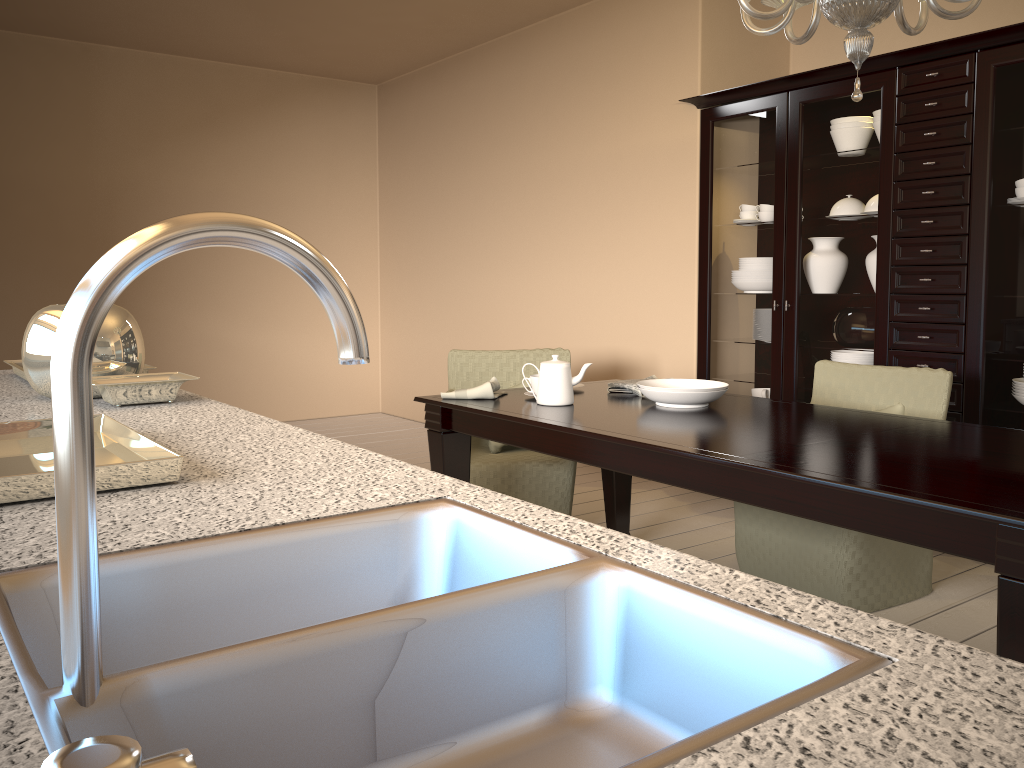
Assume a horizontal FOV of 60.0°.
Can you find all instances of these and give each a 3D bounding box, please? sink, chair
[{"bbox_3d":[-0.098,0.124,0.637,0.459,0.480,0.539,-4,7,-36],"label":"sink"},{"bbox_3d":[1.091,0.339,3.011,0.562,0.799,0.565,-3,6,-30],"label":"chair"},{"bbox_3d":[-0.009,0.266,3.668,0.563,0.799,0.563,0,5,0],"label":"chair"}]

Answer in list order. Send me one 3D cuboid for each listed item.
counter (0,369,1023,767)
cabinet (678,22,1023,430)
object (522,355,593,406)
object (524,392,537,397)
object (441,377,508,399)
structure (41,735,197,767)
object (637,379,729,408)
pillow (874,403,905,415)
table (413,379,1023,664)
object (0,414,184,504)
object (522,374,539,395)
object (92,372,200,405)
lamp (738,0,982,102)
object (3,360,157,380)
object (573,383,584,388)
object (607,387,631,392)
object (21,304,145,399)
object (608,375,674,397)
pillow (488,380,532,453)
[{"bbox_3d":[-0.208,0.147,0.728,0.653,0.067,4.248,-5,8,-36],"label":"counter"},{"bbox_3d":[1.899,-0.381,3.629,0.889,1.835,2.494,-3,7,-36],"label":"cabinet"},{"bbox_3d":[0.141,-0.015,2.783,0.198,0.155,0.118,-3,6,-30],"label":"object"},{"bbox_3d":[0.118,0.038,2.950,0.154,0.012,0.154,2,7,14],"label":"object"},{"bbox_3d":[-0.132,0.010,2.974,0.197,0.063,0.205,2,6,16],"label":"object"},{"bbox_3d":[-0.104,0.164,0.240,0.037,0.134,0.024,-3,5,-36],"label":"structure"},{"bbox_3d":[0.530,0.031,2.763,0.282,0.066,0.282,-6,8,-42],"label":"object"},{"bbox_3d":[1.188,0.204,3.046,0.192,0.294,0.441,-4,7,-37],"label":"pillow"},{"bbox_3d":[0.628,0.426,2.460,0.919,0.651,1.995,-4,7,-36],"label":"table"},{"bbox_3d":[-0.611,0.089,1.150,0.241,0.030,0.430,-5,8,-36],"label":"object"},{"bbox_3d":[0.115,0.008,2.945,0.125,0.069,0.116,-6,8,-43],"label":"object"},{"bbox_3d":[-0.742,0.011,1.764,0.197,0.048,0.153,-5,8,-36],"label":"object"},{"bbox_3d":[0.833,-1.242,2.100,0.675,1.124,0.703,-2,5,-18],"label":"lamp"},{"bbox_3d":[-1.094,-0.034,2.229,0.274,0.034,0.447,-5,8,-36],"label":"object"},{"bbox_3d":[0.163,0.010,3.184,0.194,0.014,0.195,4,7,30],"label":"object"},{"bbox_3d":[0.463,0.017,3.121,0.232,0.026,0.165,2,7,19],"label":"object"},{"bbox_3d":[-0.908,-0.071,1.884,0.235,0.195,0.236,-2,6,-19],"label":"object"},{"bbox_3d":[0.473,0.006,3.085,0.233,0.051,0.165,-5,8,-36],"label":"object"},{"bbox_3d":[-0.002,0.125,3.767,0.316,0.294,0.248,-2,6,-23],"label":"pillow"}]
